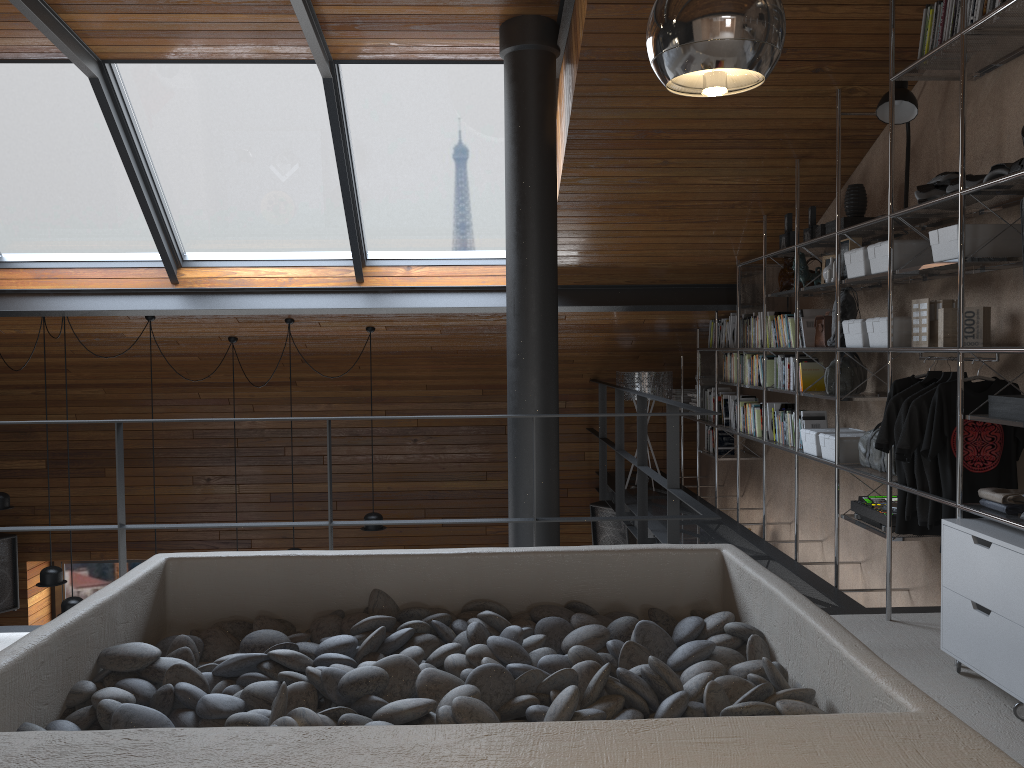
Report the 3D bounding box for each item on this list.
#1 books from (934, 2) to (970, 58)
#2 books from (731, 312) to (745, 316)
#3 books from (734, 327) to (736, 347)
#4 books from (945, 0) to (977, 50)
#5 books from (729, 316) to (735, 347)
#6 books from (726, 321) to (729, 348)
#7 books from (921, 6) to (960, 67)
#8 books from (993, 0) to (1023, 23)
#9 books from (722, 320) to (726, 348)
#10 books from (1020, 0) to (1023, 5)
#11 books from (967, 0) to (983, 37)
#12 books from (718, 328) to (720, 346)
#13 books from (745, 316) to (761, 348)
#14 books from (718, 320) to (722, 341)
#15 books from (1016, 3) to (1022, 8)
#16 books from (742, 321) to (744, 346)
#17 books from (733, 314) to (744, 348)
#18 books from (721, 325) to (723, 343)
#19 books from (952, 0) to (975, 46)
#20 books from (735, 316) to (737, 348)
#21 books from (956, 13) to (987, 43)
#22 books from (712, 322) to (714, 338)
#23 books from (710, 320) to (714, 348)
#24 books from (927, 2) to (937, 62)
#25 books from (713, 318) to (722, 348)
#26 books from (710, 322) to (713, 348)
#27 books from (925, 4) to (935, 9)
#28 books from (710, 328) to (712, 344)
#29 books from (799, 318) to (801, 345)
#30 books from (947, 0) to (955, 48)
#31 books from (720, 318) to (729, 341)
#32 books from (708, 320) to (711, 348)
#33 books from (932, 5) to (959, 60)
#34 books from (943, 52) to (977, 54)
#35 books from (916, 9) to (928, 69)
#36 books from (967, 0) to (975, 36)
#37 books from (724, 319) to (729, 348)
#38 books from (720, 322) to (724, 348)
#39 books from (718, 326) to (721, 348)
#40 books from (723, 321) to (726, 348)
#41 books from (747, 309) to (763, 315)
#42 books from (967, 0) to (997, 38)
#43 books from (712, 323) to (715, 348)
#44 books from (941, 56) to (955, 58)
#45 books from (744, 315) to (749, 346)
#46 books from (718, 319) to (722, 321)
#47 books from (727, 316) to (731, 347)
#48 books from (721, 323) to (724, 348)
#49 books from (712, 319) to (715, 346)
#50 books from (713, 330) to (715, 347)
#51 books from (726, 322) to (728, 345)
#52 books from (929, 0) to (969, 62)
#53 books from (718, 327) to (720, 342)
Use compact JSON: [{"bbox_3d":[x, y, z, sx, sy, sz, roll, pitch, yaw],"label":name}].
[{"bbox_3d":[1.772,-1.409,3.538,0.146,0.208,0.071,-1,2,-2],"label":"books"},{"bbox_3d":[1.677,-0.395,6.546,0.143,0.264,0.088,-1,2,-2],"label":"books"},{"bbox_3d":[1.668,-0.353,6.380,0.131,0.178,0.057,-1,2,-2],"label":"books"},{"bbox_3d":[1.748,-1.400,3.431,0.127,0.197,0.063,-1,2,-2],"label":"books"},{"bbox_3d":[1.652,-0.380,6.420,0.148,0.229,0.073,-1,2,-2],"label":"books"},{"bbox_3d":[1.658,-0.366,6.575,0.123,0.201,0.071,-1,2,-2],"label":"books"},{"bbox_3d":[1.779,-1.423,3.640,0.169,0.229,0.077,-1,2,-2],"label":"books"},{"bbox_3d":[1.791,-1.420,3.131,0.143,0.264,0.088,-1,2,-2],"label":"books"},{"bbox_3d":[1.653,-0.376,6.661,0.137,0.213,0.068,-1,2,-2],"label":"books"},{"bbox_3d":[1.821,-1.406,2.982,0.191,0.244,0.075,-1,2,-2],"label":"books"},{"bbox_3d":[1.748,-1.393,3.285,0.111,0.194,0.059,-1,2,-2],"label":"books"},{"bbox_3d":[1.634,-0.360,6.765,0.112,0.173,0.054,-1,2,-2],"label":"books"},{"bbox_3d":[1.666,-0.351,6.029,0.131,0.216,0.509,-1,2,-2],"label":"books"},{"bbox_3d":[1.659,-0.383,6.784,0.161,0.220,0.074,-1,2,-2],"label":"books"},{"bbox_3d":[1.816,-1.408,2.994,0.191,0.249,0.077,-1,2,-2],"label":"books"},{"bbox_3d":[1.678,-0.353,6.185,0.148,0.206,0.018,-1,2,-2],"label":"books"},{"bbox_3d":[1.702,-0.382,6.408,0.191,0.249,0.077,-1,2,-2],"label":"books"},{"bbox_3d":[1.637,-0.357,6.694,0.112,0.173,0.054,-1,2,-2],"label":"books"},{"bbox_3d":[1.761,-1.401,3.390,0.125,0.204,0.072,-1,2,-2],"label":"books"},{"bbox_3d":[1.671,-0.371,6.341,0.148,0.233,0.053,-1,2,-2],"label":"books"},{"bbox_3d":[1.754,-1.389,3.361,0.117,0.180,0.059,-1,2,-2],"label":"books"},{"bbox_3d":[1.661,-0.396,7.016,0.148,0.229,0.073,-1,2,-2],"label":"books"},{"bbox_3d":[1.665,-0.397,7.055,0.169,0.229,0.077,-1,2,-2],"label":"books"},{"bbox_3d":[1.775,-1.422,3.601,0.148,0.229,0.073,-1,2,-2],"label":"books"},{"bbox_3d":[1.651,-0.396,6.920,0.143,0.233,0.081,-1,2,-2],"label":"books"},{"bbox_3d":[1.653,-0.391,7.032,0.149,0.202,0.067,-1,2,-3],"label":"books"},{"bbox_3d":[1.798,-1.436,3.677,0.206,0.249,0.074,-1,2,-2],"label":"books"},{"bbox_3d":[1.646,-0.379,7.047,0.131,0.178,0.057,-1,2,-3],"label":"books"},{"bbox_3d":[1.708,-0.303,5.089,0.127,0.192,0.079,-1,2,-2],"label":"books"},{"bbox_3d":[1.756,-1.400,3.421,0.127,0.197,0.063,-1,2,-2],"label":"books"},{"bbox_3d":[1.641,-0.383,6.709,0.122,0.227,0.076,-1,2,-2],"label":"books"},{"bbox_3d":[1.647,-0.399,7.082,0.148,0.229,0.073,-1,2,-2],"label":"books"},{"bbox_3d":[1.759,-1.406,3.551,0.130,0.202,0.063,-1,2,-2],"label":"books"},{"bbox_3d":[1.773,-1.404,3.484,0.130,0.201,0.063,-1,2,-2],"label":"books"},{"bbox_3d":[1.761,-1.425,3.667,0.148,0.229,0.073,-1,2,-2],"label":"books"},{"bbox_3d":[1.751,-1.383,3.279,0.112,0.173,0.054,-1,2,-2],"label":"books"},{"bbox_3d":[1.655,-0.374,6.603,0.133,0.215,0.070,-1,2,-2],"label":"books"},{"bbox_3d":[1.634,-0.367,6.699,0.111,0.194,0.059,-1,2,-2],"label":"books"},{"bbox_3d":[1.631,-0.357,6.739,0.111,0.171,0.056,-1,2,-2],"label":"books"},{"bbox_3d":[1.654,-0.370,6.648,0.131,0.202,0.068,-1,2,-2],"label":"books"},{"bbox_3d":[1.688,-0.383,6.155,0.143,0.268,0.020,-1,2,-2],"label":"books"},{"bbox_3d":[1.755,-1.409,3.294,0.122,0.227,0.076,-1,2,-2],"label":"books"},{"bbox_3d":[1.645,-0.381,6.965,0.130,0.202,0.063,-1,2,-2],"label":"books"},{"bbox_3d":[1.777,-1.411,3.523,0.147,0.212,0.063,-1,2,-1],"label":"books"},{"bbox_3d":[1.670,-0.364,6.139,0.129,0.231,0.010,-1,2,-2],"label":"books"},{"bbox_3d":[1.656,-0.391,6.905,0.129,0.226,0.069,-1,2,-2],"label":"books"},{"bbox_3d":[1.650,-0.381,6.466,0.148,0.229,0.073,-1,2,-2],"label":"books"},{"bbox_3d":[1.651,-0.367,6.678,0.138,0.189,0.065,-1,2,-2],"label":"books"},{"bbox_3d":[1.662,-0.394,6.988,0.160,0.228,0.080,-1,2,-2],"label":"books"},{"bbox_3d":[1.658,-0.383,6.953,0.146,0.208,0.071,-1,2,-2],"label":"books"},{"bbox_3d":[1.658,-0.363,6.593,0.126,0.194,0.064,-1,2,-2],"label":"books"},{"bbox_3d":[1.776,-1.420,3.574,0.160,0.228,0.080,-1,2,-2],"label":"books"},{"bbox_3d":[1.640,-0.363,6.775,0.117,0.180,0.059,-1,2,-2],"label":"books"}]
